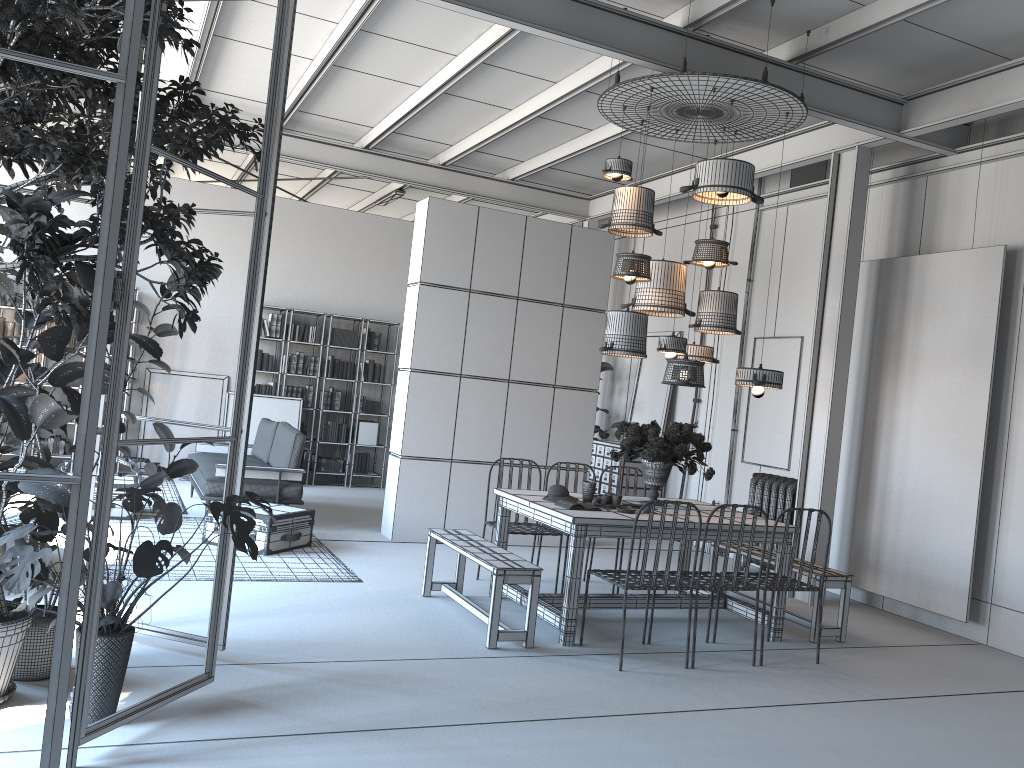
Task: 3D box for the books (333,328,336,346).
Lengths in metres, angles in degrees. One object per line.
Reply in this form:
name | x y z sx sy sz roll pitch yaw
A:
books | -2.381 -0.627 11.778 0.016 0.240 0.182 6 -1 -24

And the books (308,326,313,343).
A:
books | -2.685 -0.650 11.730 0.035 0.229 0.196 6 -1 -24

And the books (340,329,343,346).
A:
books | -2.296 -0.617 11.817 0.016 0.240 0.182 6 -1 -24

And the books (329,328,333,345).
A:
books | -2.410 -0.630 11.766 0.016 0.240 0.182 6 -1 -24

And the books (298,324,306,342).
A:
books | -2.779 -0.669 11.668 0.077 0.244 0.178 6 -1 -25

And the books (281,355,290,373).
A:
books | -2.961 -0.260 11.600 0.057 0.244 0.178 6 -1 -24

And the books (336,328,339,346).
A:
books | -2.338 -0.622 11.798 0.016 0.240 0.182 6 -1 -24

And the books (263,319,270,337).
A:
books | -3.168 -0.717 11.405 0.107 0.229 0.184 6 -1 -24

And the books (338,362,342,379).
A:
books | -2.329 -0.178 11.942 0.022 0.227 0.165 6 -1 -24

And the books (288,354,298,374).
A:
books | -2.885 -0.263 11.632 0.091 0.265 0.193 6 -1 -24

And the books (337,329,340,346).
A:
books | -2.324 -0.620 11.804 0.016 0.240 0.182 6 -1 -24

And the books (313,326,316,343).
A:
books | -2.636 -0.649 11.753 0.027 0.238 0.180 6 -1 -24

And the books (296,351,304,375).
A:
books | -2.809 -0.275 11.687 0.071 0.303 0.222 6 -1 -24

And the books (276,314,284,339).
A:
books | -3.022 -0.749 11.546 0.027 0.326 0.272 6 -1 -24

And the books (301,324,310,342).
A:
books | -2.728 -0.664 11.712 0.057 0.242 0.178 6 -1 -24

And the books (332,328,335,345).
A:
books | -2.395 -0.628 11.772 0.016 0.240 0.182 6 -1 -24

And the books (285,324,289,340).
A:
books | -2.933 -0.670 11.619 0.043 0.213 0.154 6 -1 -24

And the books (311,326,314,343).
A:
books | -2.659 -0.648 11.742 0.023 0.232 0.187 6 -1 -24

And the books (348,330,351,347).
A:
books | -2.196 -0.606 11.862 0.016 0.240 0.182 6 -1 -24

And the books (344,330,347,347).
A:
books | -2.239 -0.611 11.843 0.016 0.240 0.182 6 -1 -24

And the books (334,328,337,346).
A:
books | -2.367 -0.625 11.785 0.016 0.240 0.182 6 -1 -24

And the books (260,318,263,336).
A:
books | -3.225 -0.729 11.379 0.022 0.236 0.186 6 -1 -24

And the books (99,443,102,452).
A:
books | -4.990 0.804 10.770 0.040 0.176 0.242 6 -1 -24

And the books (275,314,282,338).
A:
books | -3.068 -0.752 11.543 0.056 0.315 0.317 6 -1 -24

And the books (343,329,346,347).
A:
books | -2.253 -0.612 11.836 0.016 0.240 0.182 6 -1 -24

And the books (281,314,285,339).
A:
books | -2.995 -0.745 11.570 0.033 0.326 0.303 6 -1 -24

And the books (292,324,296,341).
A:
books | -2.868 -0.668 11.648 0.019 0.224 0.168 6 -1 -24

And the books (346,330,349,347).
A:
books | -2.225 -0.609 11.849 0.016 0.240 0.182 6 -1 -24

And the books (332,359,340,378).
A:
books | -2.387 -0.204 11.942 0.091 0.266 0.195 6 -1 -24

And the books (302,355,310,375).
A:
books | -2.744 -0.245 11.719 0.084 0.267 0.193 6 -1 -23

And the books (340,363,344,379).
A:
books | -2.309 -0.176 11.952 0.022 0.227 0.165 6 -1 -24

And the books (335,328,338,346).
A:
books | -2.353 -0.623 11.791 0.016 0.240 0.182 6 -1 -24

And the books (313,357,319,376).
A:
books | -2.616 -0.232 11.766 0.062 0.265 0.193 6 -1 -24

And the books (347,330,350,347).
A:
books | -2.210 -0.607 11.856 0.016 0.240 0.182 6 -1 -24

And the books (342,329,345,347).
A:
books | -2.267 -0.614 11.830 0.016 0.240 0.182 6 -1 -24

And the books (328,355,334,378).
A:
books | -2.434 -0.231 11.882 0.038 0.304 0.224 6 -1 -24

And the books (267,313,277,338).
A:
books | -3.124 -0.758 11.517 0.068 0.318 0.319 6 -1 -24

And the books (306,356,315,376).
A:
books | -2.670 -0.238 11.729 0.062 0.265 0.193 6 -1 -24

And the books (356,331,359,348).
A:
books | -2.096 -0.595 11.907 0.016 0.240 0.182 6 -1 -24

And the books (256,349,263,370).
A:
books | -3.286 -0.308 11.481 0.065 0.278 0.204 6 -1 -24

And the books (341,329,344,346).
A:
books | -2.282 -0.615 11.824 0.016 0.240 0.182 6 -1 -24

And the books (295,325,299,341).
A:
books | -2.841 -0.664 11.660 0.039 0.222 0.161 6 -1 -24

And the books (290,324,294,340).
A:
books | -2.900 -0.678 11.644 0.029 0.231 0.173 6 -1 -24

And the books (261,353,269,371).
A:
books | -3.221 -0.282 11.531 0.083 0.242 0.178 6 -1 -24

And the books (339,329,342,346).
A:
books | -2.310 -0.619 11.811 0.016 0.240 0.182 6 -1 -24

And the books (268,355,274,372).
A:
books | -3.153 -0.264 11.559 0.052 0.223 0.164 6 -1 -24

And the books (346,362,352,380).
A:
books | -2.229 -0.175 12.023 0.057 0.244 0.180 6 -1 -24

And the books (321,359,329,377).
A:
books | -2.505 -0.206 11.898 0.057 0.244 0.180 6 -1 -24

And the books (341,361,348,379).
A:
books | -2.278 -0.181 11.989 0.057 0.244 0.180 6 -1 -24

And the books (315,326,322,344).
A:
books | -2.586 -0.648 11.776 0.083 0.242 0.178 6 -1 -24
